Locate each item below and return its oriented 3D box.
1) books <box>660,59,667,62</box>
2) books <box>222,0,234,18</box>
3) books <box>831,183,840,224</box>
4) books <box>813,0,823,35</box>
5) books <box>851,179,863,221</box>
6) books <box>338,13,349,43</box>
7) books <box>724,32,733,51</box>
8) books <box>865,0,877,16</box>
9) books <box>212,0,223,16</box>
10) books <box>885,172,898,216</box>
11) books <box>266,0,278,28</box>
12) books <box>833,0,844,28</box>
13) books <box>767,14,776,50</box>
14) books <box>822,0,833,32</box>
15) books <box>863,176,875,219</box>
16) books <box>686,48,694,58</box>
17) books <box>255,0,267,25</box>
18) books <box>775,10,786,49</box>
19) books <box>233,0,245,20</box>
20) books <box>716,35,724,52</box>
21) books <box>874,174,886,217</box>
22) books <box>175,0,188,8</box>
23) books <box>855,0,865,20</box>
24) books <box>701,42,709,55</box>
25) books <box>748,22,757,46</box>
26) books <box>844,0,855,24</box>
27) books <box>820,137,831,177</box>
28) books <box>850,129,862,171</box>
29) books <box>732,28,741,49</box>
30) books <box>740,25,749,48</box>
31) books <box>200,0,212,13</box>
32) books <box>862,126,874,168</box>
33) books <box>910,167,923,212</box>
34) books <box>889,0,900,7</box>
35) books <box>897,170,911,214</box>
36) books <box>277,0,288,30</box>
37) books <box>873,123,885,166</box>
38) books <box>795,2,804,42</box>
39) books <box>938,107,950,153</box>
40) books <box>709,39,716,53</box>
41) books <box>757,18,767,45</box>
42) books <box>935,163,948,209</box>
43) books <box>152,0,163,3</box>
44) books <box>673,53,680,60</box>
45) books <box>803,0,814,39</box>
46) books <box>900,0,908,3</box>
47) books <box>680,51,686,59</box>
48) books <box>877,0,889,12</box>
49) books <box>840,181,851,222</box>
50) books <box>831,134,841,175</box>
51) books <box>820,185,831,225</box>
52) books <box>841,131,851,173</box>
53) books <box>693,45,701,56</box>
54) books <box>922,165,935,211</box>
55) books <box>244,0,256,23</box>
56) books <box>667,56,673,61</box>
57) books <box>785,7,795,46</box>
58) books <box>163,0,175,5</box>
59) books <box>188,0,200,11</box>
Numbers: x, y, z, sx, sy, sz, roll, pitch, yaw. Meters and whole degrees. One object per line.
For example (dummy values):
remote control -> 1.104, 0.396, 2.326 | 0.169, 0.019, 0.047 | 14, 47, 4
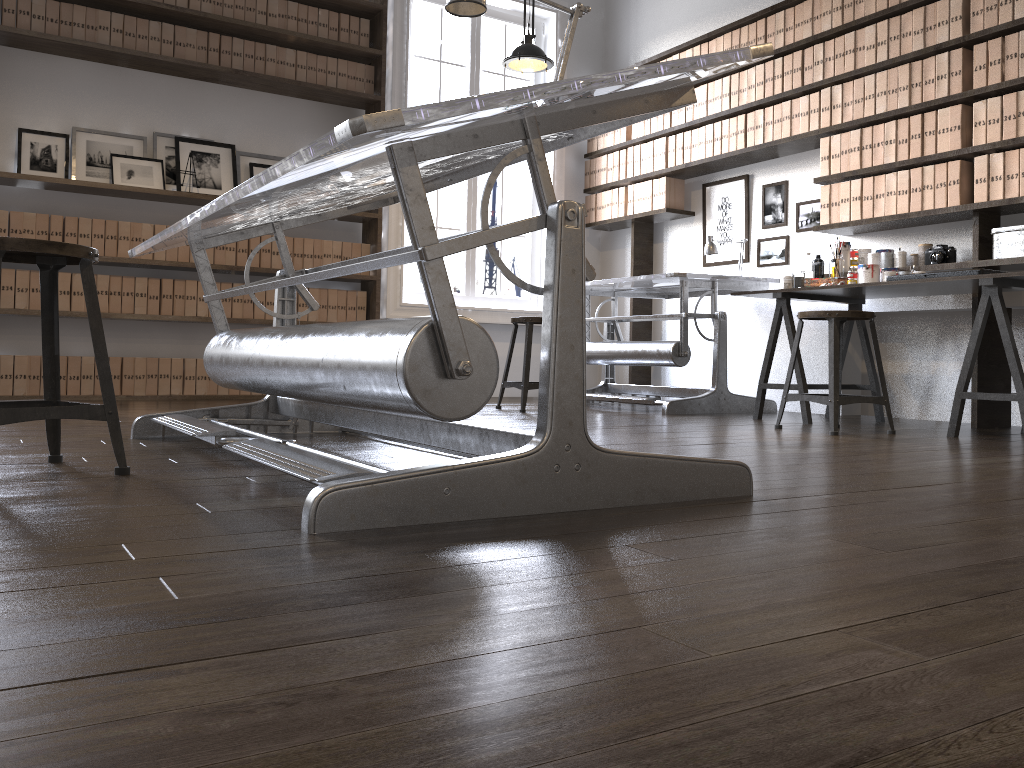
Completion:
books -> 1.121, -2.140, 6.206 | 0.174, 0.226, 0.066 | 1, -1, -32
books -> -1.829, -2.392, 5.644 | 0.067, 0.226, 0.174 | 2, -1, -32
books -> 1.862, -0.997, 4.940 | 0.174, 0.226, 0.066 | 1, -1, -32
books -> 1.814, -2.095, 5.082 | 0.174, 0.226, 0.066 | 1, -1, -32
books -> 1.930, -0.992, 4.823 | 0.174, 0.226, 0.067 | 1, -1, -32
books -> -1.177, -2.389, 6.048 | 0.067, 0.226, 0.174 | 2, -1, -32
books -> 1.443, -2.119, 5.673 | 0.174, 0.226, 0.066 | 1, -1, -32
books -> 1.994, -2.083, 4.788 | 0.174, 0.226, 0.066 | 1, -1, -32
books -> -1.888, -2.392, 5.613 | 0.066, 0.226, 0.174 | 2, -1, -32
books -> 2.042, -0.985, 4.645 | 0.174, 0.226, 0.066 | 1, -1, -32
books -> -1.591, -2.391, 5.795 | 0.066, 0.226, 0.174 | 2, -1, -32
books -> 1.882, -2.090, 4.965 | 0.174, 0.226, 0.067 | 1, -1, -32
books -> 1.633, -2.107, 5.379 | 0.174, 0.226, 0.066 | 1, -1, -32
books -> 1.846, -2.093, 5.028 | 0.174, 0.226, 0.066 | 1, -1, -32
books -> 1.971, -0.989, 4.765 | 0.174, 0.226, 0.066 | 1, -1, -32
books -> 1.260, -2.131, 5.977 | 0.174, 0.226, 0.066 | 1, -1, -32
books -> -1.651, -2.391, 5.756 | 0.067, 0.226, 0.174 | 2, -1, -32
books -> 1.667, -2.105, 5.316 | 0.174, 0.226, 0.066 | 1, -1, -32
books -> -1.773, -2.392, 5.687 | 0.066, 0.226, 0.174 | 2, -1, -32
books -> 1.408, -2.122, 5.736 | 0.174, 0.226, 0.066 | 1, -1, -32
books -> 2.009, -0.987, 4.707 | 0.174, 0.226, 0.066 | 1, -1, -32
books -> -2.066, -2.393, 5.502 | 0.066, 0.226, 0.174 | 2, -1, -32
books -> 1.961, -2.086, 4.849 | 0.174, 0.226, 0.066 | 1, -1, -32
books -> 1.337, -2.126, 5.856 | 0.174, 0.226, 0.066 | 1, -1, -32
books -> 1.555, -2.112, 5.505 | 0.174, 0.226, 0.066 | 1, -1, -32
books -> 1.922, -2.088, 4.908 | 0.174, 0.226, 0.066 | 1, -1, -32
books -> 1.826, -1.270, 5.008 | 0.174, 0.226, 0.067 | 1, -1, -32
books -> 1.931, -1.263, 4.835 | 0.174, 0.226, 0.067 | 1, -1, -32
books -> 1.481, -2.117, 5.611 | 0.174, 0.226, 0.067 | 1, -1, -32
books -> 1.518, -2.114, 5.560 | 0.174, 0.226, 0.066 | 1, -1, -32
books -> -1.941, -2.392, 5.579 | 0.066, 0.226, 0.174 | 2, -1, -32
books -> 1.972, -1.261, 4.781 | 0.174, 0.226, 0.066 | 1, -1, -32
books -> 2.115, -0.980, 4.520 | 0.174, 0.226, 0.067 | 1, -1, -32
books -> 2.067, -2.078, 4.663 | 0.174, 0.226, 0.067 | 1, -1, -32
books -> 2.077, -0.982, 4.582 | 0.174, 0.226, 0.066 | 1, -1, -32
books -> -1.538, -2.391, 5.830 | 0.066, 0.226, 0.174 | 2, -1, -32
books -> 2.009, -1.258, 4.720 | 0.174, 0.226, 0.066 | 1, -1, -32
books -> 1.745, -2.100, 5.197 | 0.174, 0.226, 0.066 | 1, -1, -32
books -> 2.200, -1.246, 4.407 | 0.174, 0.226, 0.066 | 1, -1, -32
books -> 1.375, -2.124, 5.798 | 0.174, 0.226, 0.066 | 1, -1, -32
books -> 1.589, -2.110, 5.440 | 0.174, 0.226, 0.067 | 1, -1, -32
books -> 2.189, -0.975, 4.414 | 0.174, 0.226, 0.066 | 1, -1, -32
books -> -2.187, -2.393, 5.423 | 0.067, 0.226, 0.174 | 2, -1, -32
books -> 1.189, -2.136, 6.085 | 0.174, 0.226, 0.067 | 1, -1, -32
books -> 1.775, -2.097, 5.137 | 0.174, 0.226, 0.067 | 1, -1, -32
books -> 2.104, -2.076, 4.611 | 0.174, 0.226, 0.066 | 1, -1, -32
books -> 1.228, -2.133, 6.031 | 0.174, 0.226, 0.066 | 1, -1, -32
books -> 2.029, -2.081, 4.725 | 0.174, 0.226, 0.066 | 1, -1, -32
books -> 1.894, -0.994, 4.885 | 0.174, 0.226, 0.066 | 1, -1, -32
books -> 1.866, -1.267, 4.947 | 0.174, 0.226, 0.066 | 1, -1, -32
books -> 1.823, -0.999, 4.994 | 0.174, 0.226, 0.067 | 1, -1, -32
books -> 1.900, -1.265, 4.894 | 0.174, 0.226, 0.066 | 1, -1, -32
books -> 1.296, -2.129, 5.914 | 0.174, 0.226, 0.067 | 1, -1, -32
books -> 2.152, -0.978, 4.469 | 0.174, 0.226, 0.066 | 1, -1, -32
books -> -1.713, -2.392, 5.722 | 0.066, 0.226, 0.174 | 2, -1, -32
books -> 1.159, -2.138, 6.146 | 0.174, 0.226, 0.066 | 1, -1, -32
books -> 1.707, -2.102, 5.258 | 0.174, 0.226, 0.066 | 1, -1, -32
books -> -2.126, -2.393, 5.461 | 0.066, 0.226, 0.174 | 2, -1, -32
books -> -2.002, -2.393, 5.539 | 0.067, 0.226, 0.174 | 2, -1, -32
